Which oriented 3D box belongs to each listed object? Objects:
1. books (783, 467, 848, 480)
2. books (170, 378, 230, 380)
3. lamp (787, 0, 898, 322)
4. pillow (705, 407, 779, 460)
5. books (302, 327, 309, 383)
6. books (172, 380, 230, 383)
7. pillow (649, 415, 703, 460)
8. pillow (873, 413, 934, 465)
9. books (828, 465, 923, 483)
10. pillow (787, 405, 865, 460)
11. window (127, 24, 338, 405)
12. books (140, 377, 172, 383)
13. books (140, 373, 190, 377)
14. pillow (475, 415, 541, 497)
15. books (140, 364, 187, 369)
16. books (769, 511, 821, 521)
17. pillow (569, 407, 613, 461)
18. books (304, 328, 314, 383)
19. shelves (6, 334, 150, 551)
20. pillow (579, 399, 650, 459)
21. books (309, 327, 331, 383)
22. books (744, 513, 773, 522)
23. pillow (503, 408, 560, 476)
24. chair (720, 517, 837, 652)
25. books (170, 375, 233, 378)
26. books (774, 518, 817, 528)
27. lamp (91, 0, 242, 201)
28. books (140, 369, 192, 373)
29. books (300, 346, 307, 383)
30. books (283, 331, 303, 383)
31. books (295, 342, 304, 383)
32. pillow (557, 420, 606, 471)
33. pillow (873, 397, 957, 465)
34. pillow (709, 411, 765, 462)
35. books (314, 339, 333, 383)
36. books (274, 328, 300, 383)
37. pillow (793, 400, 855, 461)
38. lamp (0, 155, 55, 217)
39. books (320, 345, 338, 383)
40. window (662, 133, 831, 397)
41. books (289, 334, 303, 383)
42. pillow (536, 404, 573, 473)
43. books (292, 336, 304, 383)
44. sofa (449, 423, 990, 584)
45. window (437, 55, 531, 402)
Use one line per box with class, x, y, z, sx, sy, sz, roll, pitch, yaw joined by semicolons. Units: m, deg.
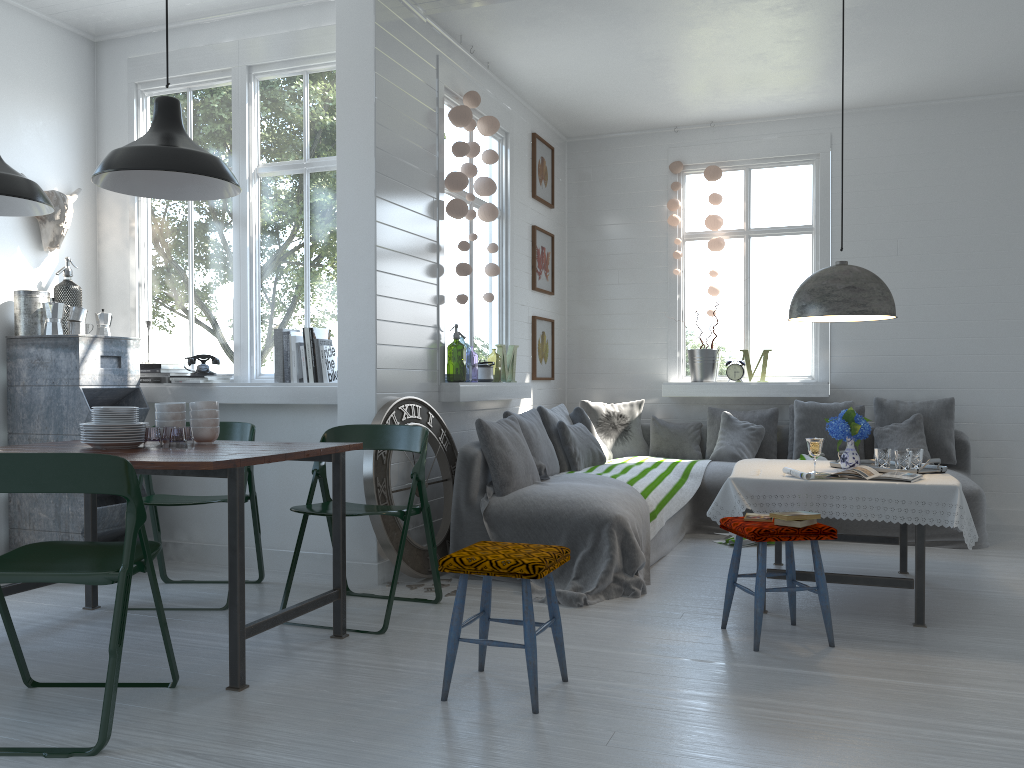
books;1.619;0.479;4.748;0.229;0.043;0.300;0;0;-5
books;-2.079;-0.033;5.915;0.307;0.017;0.231;0;0;19
lamp;1.895;-1.397;5.087;0.601;2.045;0.600;0;1;-9
pillow;2.061;0.470;7.960;0.639;0.522;0.278;0;1;20
books;-1.263;-0.179;5.662;0.049;0.355;0.194;0;1;21
books;-2.075;-0.015;5.912;0.313;0.017;0.231;0;0;36
pillow;1.524;0.509;8.164;0.495;0.438;0.280;0;1;22
pillow;3.209;0.475;7.253;0.380;0.463;0.416;0;1;6
books;1.926;0.473;4.710;0.422;0.049;0.300;0;0;35
pillow;2.733;0.442;7.719;0.641;0.521;0.280;0;1;21
window;-1.814;-1.072;5.852;1.872;2.399;0.254;0;1;21
books;-2.373;-0.026;6.080;0.320;0.040;0.236;0;0;23
books;-2.386;-0.060;6.075;0.299;0.028;0.236;0;0;19
pillow;-0.015;0.477;5.863;0.279;0.522;0.639;0;1;20
books;-2.408;-0.118;6.018;0.296;0.035;0.236;0;0;23
books;1.323;0.613;4.144;0.189;0.022;0.133;0;0;-18
pillow;0.640;0.452;7.679;0.344;0.526;0.616;0;1;20
books;-1.240;-0.178;5.656;0.070;0.353;0.194;0;1;21
shelves;-2.783;0.455;5.717;0.679;1.516;0.513;0;1;21
pillow;0.985;0.427;8.217;0.638;0.561;0.395;0;1;-30
books;-1.211;-0.179;5.647;0.063;0.354;0.204;0;1;21
books;1.203;0.649;4.316;0.133;0.012;0.189;0;0;18
pillow;0.153;0.447;6.574;0.280;0.521;0.641;0;1;21
chair;1.266;0.940;4.249;0.419;0.563;0.419;0;1;-9
books;-2.074;-0.048;5.921;0.311;0.014;0.250;0;0;27
books;1.327;0.640;4.144;0.128;0.030;0.182;0;0;43
lamp;-1.592;-1.663;4.092;0.650;1.499;0.650;0;1;17
books;-2.388;-0.088;6.039;0.320;0.028;0.262;0;0;31
books;-1.289;-0.121;5.637;0.054;0.240;0.122;0;1;21
books;-1.395;-0.168;5.708;0.060;0.333;0.187;0;1;21
books;-1.317;-0.132;5.651;0.056;0.262;0.137;0;1;21
pillow;0.512;0.504;7.108;0.277;0.445;0.528;1;1;35
pillow;3.383;0.389;7.463;0.639;0.561;0.278;0;1;21
pillow;1.955;0.476;7.723;0.380;0.463;0.416;0;1;35
books;-1.185;-0.143;5.624;0.061;0.283;0.166;0;1;21
books;-1.452;-0.177;5.731;0.065;0.351;0.194;0;1;21
pillow;2.672;0.424;7.587;0.509;0.573;0.296;0;1;20
lamp;-2.697;-1.663;4.506;0.650;1.499;0.650;-1;1;-24
books;-1.152;-0.121;5.612;0.058;0.240;0.148;0;1;21
window;2.172;-1.082;8.253;1.482;2.399;0.378;0;1;21
books;-1.363;-0.159;5.702;0.025;0.315;0.199;0;1;21
pillow;0.408;0.448;7.224;0.279;0.561;0.639;0;1;21
books;-1.342;-0.154;5.695;0.040;0.305;0.194;0;1;21
sofa;1.739;0.816;6.546;3.407;0.899;3.394;0;0;20
window;-0.218;-1.076;6.826;0.254;2.399;1.482;0;1;21
